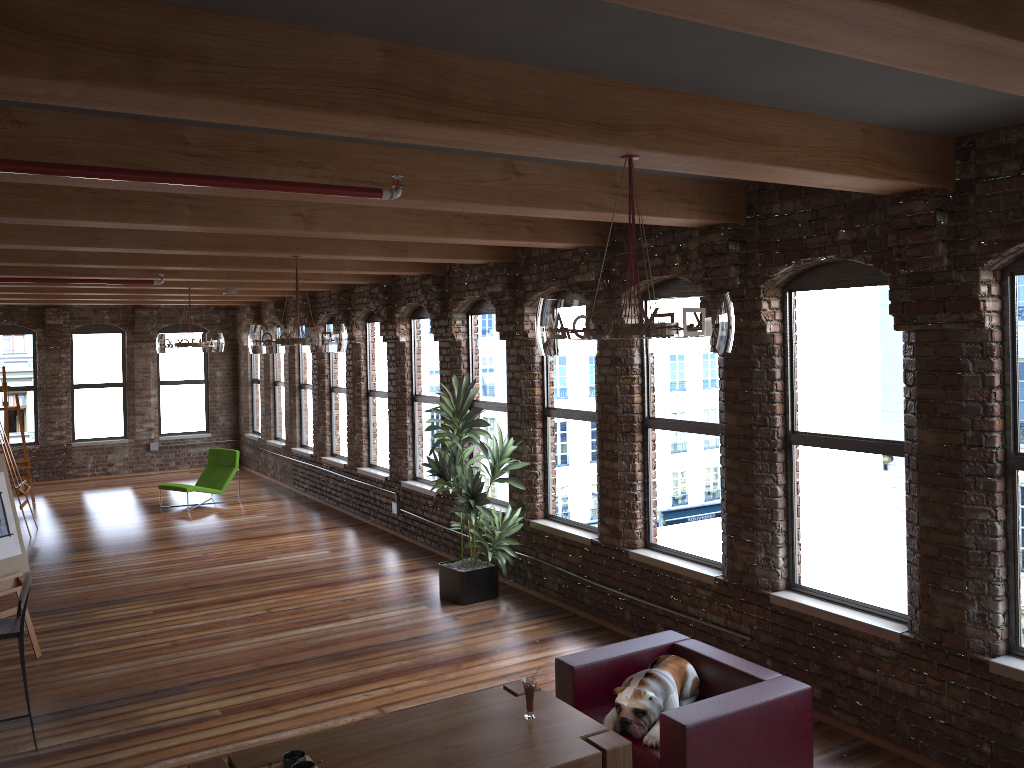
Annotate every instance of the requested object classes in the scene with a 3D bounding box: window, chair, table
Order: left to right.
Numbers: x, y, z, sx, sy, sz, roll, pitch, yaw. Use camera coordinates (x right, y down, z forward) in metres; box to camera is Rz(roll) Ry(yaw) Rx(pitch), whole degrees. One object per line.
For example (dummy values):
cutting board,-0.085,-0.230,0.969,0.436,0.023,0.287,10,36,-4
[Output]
chair,-3.135,1.689,5.323,0.467,0.981,0.430,-1,1,-31
window,-8.890,0.067,15.608,0.969,2.227,0.221,-1,0,-31
window,-7.633,0.001,16.372,0.969,2.218,0.218,-1,0,-31
window,-6.362,-0.061,17.143,0.969,2.218,0.218,-1,0,-31
chair,-4.712,1.425,13.365,0.680,0.796,0.957,0,2,34
window,-4.841,-0.075,16.770,0.232,2.215,0.968,-1,1,-31
window,-4.067,-0.029,15.492,0.232,2.215,0.968,-1,1,-31
window,-3.305,0.017,14.237,0.233,2.215,0.968,-1,1,-31
window,-2.548,0.063,12.984,0.230,2.215,0.968,-1,1,-31
window,-1.784,0.108,11.731,0.236,2.215,0.968,-1,1,-31
table,-0.431,1.917,3.941,1.751,0.550,0.900,-3,3,-31
window,-1.026,0.154,10.475,0.232,2.215,0.968,-1,1,-31
window,-0.264,0.199,9.221,0.235,2.215,0.968,-1,1,-31
window,0.497,0.245,7.966,0.235,2.215,0.968,-1,1,-31
window,1.257,0.290,6.713,0.235,2.215,0.968,-1,1,-31
chair,0.887,1.828,4.736,0.866,0.592,1.071,-2,2,-31
window,2.017,0.336,5.458,0.235,2.215,0.968,-1,1,-31
window,2.777,0.381,4.204,0.235,2.215,0.968,-1,1,-31

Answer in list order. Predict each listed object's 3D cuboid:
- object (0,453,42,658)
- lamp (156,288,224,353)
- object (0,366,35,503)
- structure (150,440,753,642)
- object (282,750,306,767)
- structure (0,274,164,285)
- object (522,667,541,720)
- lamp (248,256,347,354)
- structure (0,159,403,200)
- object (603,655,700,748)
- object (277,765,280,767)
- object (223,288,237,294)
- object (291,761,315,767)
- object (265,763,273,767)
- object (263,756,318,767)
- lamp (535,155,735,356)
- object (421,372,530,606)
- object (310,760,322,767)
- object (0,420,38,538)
object,-4.093,1.062,6.690,0.684,2.140,0.702,-1,0,19
lamp,-4.053,-0.804,11.152,0.809,0.815,0.810,-1,1,5
object,-7.934,0.789,13.918,0.662,2.140,0.684,-1,0,-36
structure,-1.984,1.408,11.827,1.635,0.313,13.708,-3,3,-38
object,-0.945,1.632,3.843,0.099,0.043,0.099,-1,2,-5
structure,-6.414,-0.913,7.171,6.812,0.112,0.051,-3,1,-31
object,0.096,1.499,4.290,0.095,0.232,0.076,-1,0,2
lamp,-1.799,-0.669,7.434,0.809,0.815,0.810,-1,1,11
structure,-3.397,-0.733,2.192,6.812,0.112,0.051,-3,1,-31
object,0.746,1.655,4.726,0.364,0.296,0.755,0,3,30
object,-0.936,1.665,3.643,0.332,0.003,0.471,-3,3,-31
object,-3.644,-1.205,11.448,0.145,0.072,0.147,-2,3,-31
object,-0.881,1.636,3.744,0.098,0.043,0.099,-1,2,7
object,-1.047,1.648,3.798,0.018,0.021,0.059,-1,2,11
object,-0.935,1.665,3.644,0.352,0.001,0.469,-3,3,-31
lamp,0.496,-0.532,3.649,0.809,0.815,0.810,-1,1,10
object,-0.386,0.933,8.287,0.967,2.103,1.080,-1,1,-18
object,-0.854,1.609,3.732,0.137,0.080,0.045,0,1,24
object,-6.558,0.883,11.416,0.685,2.140,0.662,-1,0,-21
